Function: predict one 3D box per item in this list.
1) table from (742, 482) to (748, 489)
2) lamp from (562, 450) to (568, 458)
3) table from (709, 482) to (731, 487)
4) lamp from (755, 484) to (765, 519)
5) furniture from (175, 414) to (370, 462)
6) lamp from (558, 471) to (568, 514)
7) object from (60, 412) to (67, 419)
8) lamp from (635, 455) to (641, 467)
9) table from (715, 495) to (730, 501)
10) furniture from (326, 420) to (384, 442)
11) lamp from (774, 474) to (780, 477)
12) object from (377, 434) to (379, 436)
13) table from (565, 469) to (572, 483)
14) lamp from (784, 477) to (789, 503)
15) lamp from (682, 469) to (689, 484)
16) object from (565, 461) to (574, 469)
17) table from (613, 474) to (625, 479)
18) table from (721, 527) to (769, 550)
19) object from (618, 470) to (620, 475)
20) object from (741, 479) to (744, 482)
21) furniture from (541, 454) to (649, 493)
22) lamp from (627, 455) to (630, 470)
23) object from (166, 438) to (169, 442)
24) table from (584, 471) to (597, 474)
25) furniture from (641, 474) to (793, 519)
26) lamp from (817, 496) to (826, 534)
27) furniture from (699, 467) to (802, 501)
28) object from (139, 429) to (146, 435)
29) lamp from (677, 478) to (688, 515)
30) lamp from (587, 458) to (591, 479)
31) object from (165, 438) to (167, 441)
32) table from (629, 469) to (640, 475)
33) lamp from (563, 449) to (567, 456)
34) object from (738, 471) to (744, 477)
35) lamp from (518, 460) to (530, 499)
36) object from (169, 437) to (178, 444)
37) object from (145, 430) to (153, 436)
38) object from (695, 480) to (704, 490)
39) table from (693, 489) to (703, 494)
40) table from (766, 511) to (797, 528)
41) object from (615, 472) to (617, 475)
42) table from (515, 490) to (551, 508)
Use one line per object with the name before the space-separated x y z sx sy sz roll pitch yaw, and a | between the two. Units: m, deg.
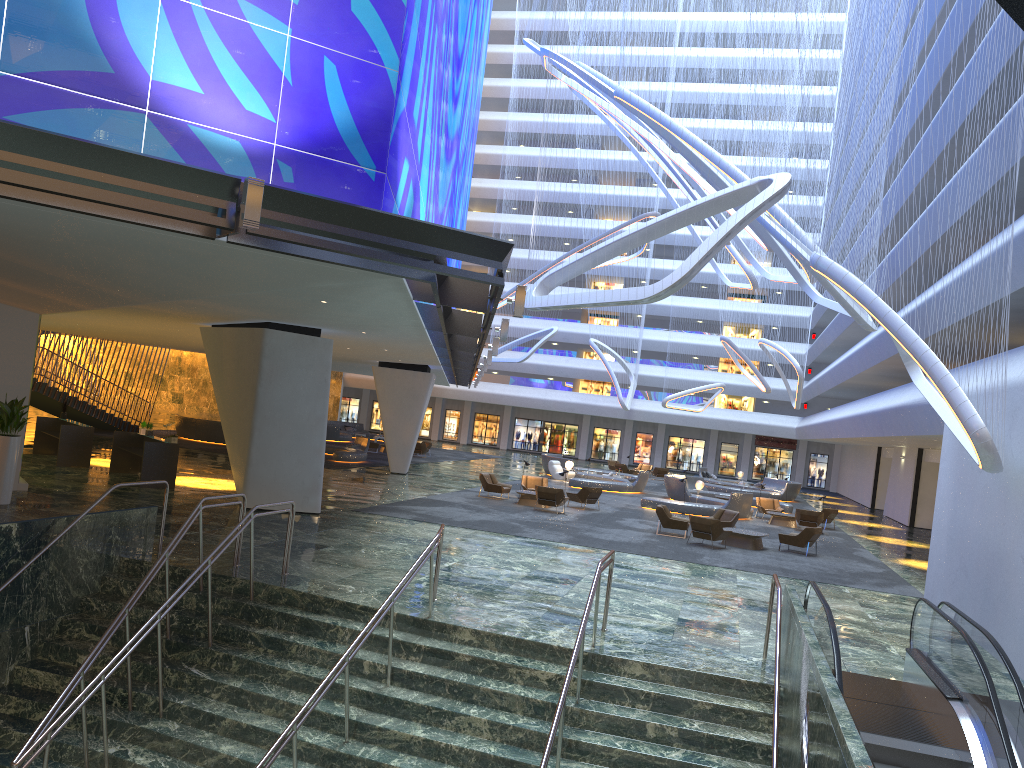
table | 12.759 5.702 48.822 0.417 0.595 0.428 7 -1 10
lamp | 2.615 4.015 45.055 0.384 1.300 0.202 7 0 7
table | 11.283 5.616 48.172 1.202 0.392 1.205 6 -2 14
lamp | 9.330 4.401 33.294 0.201 1.300 0.385 7 0 31
furniture | -10.709 2.348 39.218 9.910 0.969 5.197 6 -2 31
lamp | 1.495 3.218 26.412 0.383 1.300 0.202 7 0 31
object | -13.013 0.920 25.730 0.159 0.181 0.158 7 -1 -31
lamp | 7.575 4.911 53.557 0.384 1.300 0.201 7 0 -24
table | 9.093 4.963 37.160 1.202 0.392 1.205 6 -2 14
furniture | -10.822 2.900 55.138 5.177 0.969 9.948 6 -2 31
lamp | 14.628 5.598 49.106 0.384 1.300 0.202 7 0 14
object | -8.553 3.271 56.481 0.151 0.118 0.071 8 -1 -41
table | 2.519 4.171 40.269 0.418 0.595 0.427 7 -1 -12
lamp | 13.932 5.372 45.109 0.202 1.300 0.383 7 0 -26
lamp | 7.628 4.409 39.240 0.383 1.300 0.202 7 0 31
object | 2.612 3.689 40.307 0.367 0.387 0.318 7 -1 -4
table | 5.407 4.779 44.440 0.674 0.406 0.670 7 -2 -24
table | 6.164 4.131 23.639 1.201 0.392 1.205 6 -2 32
object | 5.394 4.399 44.567 0.066 0.356 0.076 7 0 -19
object | 13.579 5.699 52.186 0.131 0.252 0.103 7 0 -3
furniture | 3.767 4.192 42.317 5.183 0.969 9.936 7 -2 6
lamp | 6.566 4.671 50.204 0.202 1.300 0.383 7 0 -23
object | -8.382 1.369 21.701 0.111 0.108 0.107 8 -1 -41
table | 3.904 4.602 44.531 0.672 0.406 0.672 6 -2 33
furniture | 7.798 4.432 35.453 5.177 0.969 9.948 6 -2 31
lamp | 10.422 4.414 29.967 0.383 1.300 0.202 7 0 31
furniture | 13.142 5.574 49.607 5.181 0.969 9.939 6 -2 11
object | -9.684 1.251 23.268 0.150 0.145 0.150 8 -1 -43
lamp | 5.979 3.924 31.160 0.383 1.300 0.202 7 0 31
lamp | 3.399 3.917 39.656 0.202 1.300 0.384 7 0 -10
object | -8.514 1.378 21.852 0.073 0.070 0.072 8 -1 -41
table | 6.820 5.214 51.899 1.206 0.392 1.201 8 -2 -40
lamp | 2.759 4.118 47.465 0.202 1.300 0.383 7 0 -32
object | 14.130 5.591 54.758 0.367 0.387 0.318 7 -1 -4
lamp | 0.403 3.206 29.739 0.201 1.300 0.385 7 0 31
object | -8.218 1.362 21.515 0.149 0.149 0.149 8 -1 -41
object | -9.403 1.274 22.974 0.150 0.145 0.150 8 -1 -43
object | 7.731 4.166 36.478 0.366 0.387 0.318 6 -1 21
table | 7.626 4.648 36.458 0.417 0.595 0.428 7 -1 13
table | 9.651 4.829 31.532 1.202 0.392 1.205 6 -2 14
object | 5.239 4.498 44.509 0.071 0.118 0.151 7 -1 24
table | 0.724 3.634 27.976 1.202 0.392 1.205 6 -2 14
